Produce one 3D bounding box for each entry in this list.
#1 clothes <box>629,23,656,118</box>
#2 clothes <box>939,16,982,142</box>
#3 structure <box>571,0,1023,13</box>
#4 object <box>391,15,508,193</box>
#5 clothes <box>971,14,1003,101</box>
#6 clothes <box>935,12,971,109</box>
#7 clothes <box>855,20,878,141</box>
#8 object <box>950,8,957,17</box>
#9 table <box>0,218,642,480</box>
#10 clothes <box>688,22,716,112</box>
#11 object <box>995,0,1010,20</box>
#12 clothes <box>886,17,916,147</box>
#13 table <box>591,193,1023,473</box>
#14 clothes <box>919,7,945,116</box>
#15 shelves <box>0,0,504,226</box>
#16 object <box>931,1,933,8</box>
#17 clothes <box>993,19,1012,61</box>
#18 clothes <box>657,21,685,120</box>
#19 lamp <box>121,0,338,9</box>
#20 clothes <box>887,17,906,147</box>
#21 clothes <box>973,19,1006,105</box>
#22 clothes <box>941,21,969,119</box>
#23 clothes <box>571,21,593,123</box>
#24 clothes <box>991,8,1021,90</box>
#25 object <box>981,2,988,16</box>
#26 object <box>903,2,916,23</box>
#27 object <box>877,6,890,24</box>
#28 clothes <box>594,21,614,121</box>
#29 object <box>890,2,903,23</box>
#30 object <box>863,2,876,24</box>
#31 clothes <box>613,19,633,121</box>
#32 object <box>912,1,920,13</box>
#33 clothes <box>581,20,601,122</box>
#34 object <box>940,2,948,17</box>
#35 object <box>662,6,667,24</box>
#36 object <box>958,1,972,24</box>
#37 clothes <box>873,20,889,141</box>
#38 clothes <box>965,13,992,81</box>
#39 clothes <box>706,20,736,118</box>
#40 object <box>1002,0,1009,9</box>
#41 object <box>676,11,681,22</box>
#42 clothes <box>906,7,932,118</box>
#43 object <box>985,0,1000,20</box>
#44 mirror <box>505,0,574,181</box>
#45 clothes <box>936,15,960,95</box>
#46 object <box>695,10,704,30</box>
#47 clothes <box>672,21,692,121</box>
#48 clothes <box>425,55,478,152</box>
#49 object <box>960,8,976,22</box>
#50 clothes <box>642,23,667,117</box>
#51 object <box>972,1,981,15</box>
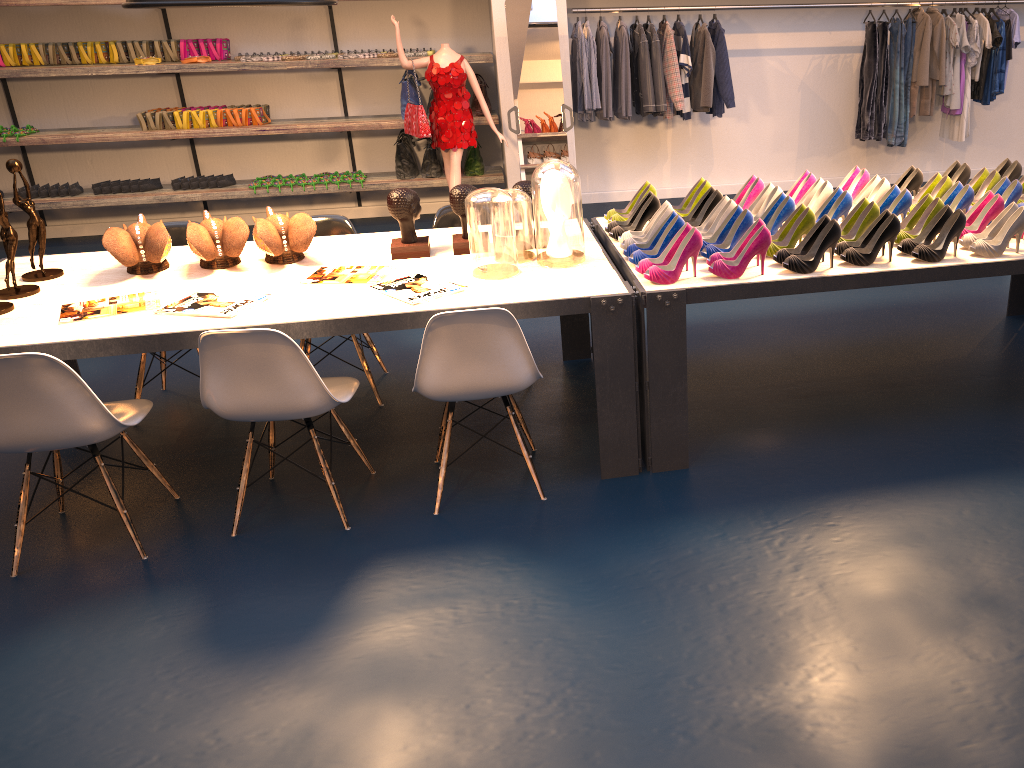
[{"bbox_3d":[1.086,-2.642,7.314,0.130,0.739,0.659,-5,22,0],"label":"clothes"},{"bbox_3d":[4.123,-2.801,7.981,0.133,1.088,0.497,-6,21,-3],"label":"clothes"},{"bbox_3d":[4.858,-3.484,7.907,8.985,0.038,0.038,-6,22,-11],"label":"structure"},{"bbox_3d":[-0.446,-1.930,6.599,0.806,1.633,0.325,-16,24,-28],"label":"object"},{"bbox_3d":[4.267,-2.985,7.935,0.140,0.737,0.564,-5,22,0],"label":"clothes"},{"bbox_3d":[3.992,-2.936,7.892,0.143,0.816,0.515,-4,22,1],"label":"clothes"},{"bbox_3d":[3.171,-2.701,7.774,0.151,1.028,0.228,-6,21,-4],"label":"clothes"},{"bbox_3d":[3.950,-3.314,7.744,0.012,0.194,0.300,-5,23,-1],"label":"object"},{"bbox_3d":[-0.840,-0.098,3.563,2.616,0.726,1.223,-6,23,-10],"label":"table"},{"bbox_3d":[1.598,-2.707,7.430,0.178,0.721,0.697,-6,22,-4],"label":"clothes"},{"bbox_3d":[4.377,-3.365,7.826,0.017,0.175,0.406,-5,23,0],"label":"object"},{"bbox_3d":[3.526,-2.733,7.889,0.235,1.115,0.209,-4,21,0],"label":"clothes"},{"bbox_3d":[1.734,-0.367,4.071,2.617,0.726,1.223,-6,23,-10],"label":"table"},{"bbox_3d":[3.749,-2.900,7.845,0.190,0.929,0.513,-7,22,-7],"label":"clothes"},{"bbox_3d":[1.106,-1.068,3.674,17.353,2.182,8.556,-5,24,-9],"label":"shelves"},{"bbox_3d":[3.720,-3.297,7.695,0.017,0.175,0.406,-5,23,0],"label":"object"},{"bbox_3d":[4.379,-3.122,7.892,0.142,0.364,0.453,-6,23,-4],"label":"clothes"},{"bbox_3d":[1.319,-2.669,7.375,0.179,0.781,0.672,-6,22,-3],"label":"clothes"},{"bbox_3d":[-1.055,-2.091,2.796,0.656,1.615,0.756,8,24,28],"label":"lamp"},{"bbox_3d":[3.461,-2.695,7.804,0.168,1.115,0.219,-14,23,-23],"label":"clothes"},{"bbox_3d":[4.376,-2.958,7.980,0.128,0.755,0.485,-6,22,-3],"label":"clothes"},{"bbox_3d":[4.055,-2.860,7.937,0.094,0.860,0.331,-5,21,-1],"label":"clothes"},{"bbox_3d":[0.562,-2.577,7.187,0.125,0.799,0.539,-6,22,-2],"label":"clothes"},{"bbox_3d":[4.487,-3.075,7.959,0.127,0.686,0.544,-6,22,-4],"label":"clothes"},{"bbox_3d":[4.240,-3.336,7.808,0.010,0.215,0.432,-5,23,0],"label":"object"},{"bbox_3d":[3.511,-3.279,7.659,0.015,0.173,0.232,-6,23,-2],"label":"object"},{"bbox_3d":[3.259,-3.253,7.609,0.015,0.173,0.232,-6,23,-2],"label":"object"},{"bbox_3d":[0.768,-2.620,7.258,0.196,0.786,0.520,-7,22,-7],"label":"clothes"},{"bbox_3d":[3.380,-3.266,7.633,0.015,0.173,0.232,-6,23,-2],"label":"object"},{"bbox_3d":[3.128,-3.239,7.583,0.015,0.173,0.232,-6,23,-2],"label":"object"},{"bbox_3d":[0.931,-2.637,7.290,0.196,0.786,0.520,-7,22,-7],"label":"clothes"},{"bbox_3d":[3.592,-3.286,7.674,0.017,0.175,0.406,-5,23,0],"label":"object"},{"bbox_3d":[0.630,-2.584,7.200,0.125,0.799,0.539,-6,22,-2],"label":"clothes"},{"bbox_3d":[3.844,-3.294,7.730,0.010,0.215,0.430,-5,23,-2],"label":"object"},{"bbox_3d":[1.269,-3.031,7.233,0.010,0.215,0.430,-5,23,-2],"label":"object"},{"bbox_3d":[4.011,-3.322,7.761,0.015,0.194,0.360,-5,23,-2],"label":"object"},{"bbox_3d":[3.327,-2.719,7.820,0.151,1.028,0.228,-6,21,-4],"label":"clothes"},{"bbox_3d":[4.197,-3.066,7.897,0.079,0.575,0.519,-5,22,-2],"label":"clothes"},{"bbox_3d":[1.761,-2.715,7.464,0.179,0.781,0.672,-6,22,-3],"label":"clothes"},{"bbox_3d":[4.453,-3.375,7.842,0.017,0.175,0.406,-5,23,0],"label":"object"},{"bbox_3d":[1.393,-3.045,7.258,0.010,0.215,0.430,-5,23,-2],"label":"object"},{"bbox_3d":[3.638,-2.890,7.827,0.190,0.929,0.513,-7,22,-7],"label":"clothes"},{"bbox_3d":[4.323,-3.345,7.824,0.010,0.215,0.431,-5,23,-1],"label":"object"},{"bbox_3d":[0.216,-2.079,6.787,0.518,1.732,0.519,-7,21,-6],"label":"mirror"},{"bbox_3d":[3.897,-2.972,7.854,0.119,0.672,0.546,-6,22,-3],"label":"clothes"},{"bbox_3d":[1.580,-3.058,7.287,0.010,0.215,0.430,-5,23,-2],"label":"object"},{"bbox_3d":[1.431,-2.671,7.398,0.125,0.779,0.566,-5,22,-1],"label":"clothes"},{"bbox_3d":[-0.423,-1.798,6.648,0.369,1.359,0.442,-11,22,-17],"label":"clothes"},{"bbox_3d":[4.056,-3.337,7.767,0.015,0.173,0.360,-5,23,-2],"label":"object"},{"bbox_3d":[1.185,-2.652,7.333,0.130,0.739,0.659,-5,22,0],"label":"clothes"},{"bbox_3d":[4.169,-3.337,7.789,0.009,0.194,0.387,-5,23,-1],"label":"object"}]
